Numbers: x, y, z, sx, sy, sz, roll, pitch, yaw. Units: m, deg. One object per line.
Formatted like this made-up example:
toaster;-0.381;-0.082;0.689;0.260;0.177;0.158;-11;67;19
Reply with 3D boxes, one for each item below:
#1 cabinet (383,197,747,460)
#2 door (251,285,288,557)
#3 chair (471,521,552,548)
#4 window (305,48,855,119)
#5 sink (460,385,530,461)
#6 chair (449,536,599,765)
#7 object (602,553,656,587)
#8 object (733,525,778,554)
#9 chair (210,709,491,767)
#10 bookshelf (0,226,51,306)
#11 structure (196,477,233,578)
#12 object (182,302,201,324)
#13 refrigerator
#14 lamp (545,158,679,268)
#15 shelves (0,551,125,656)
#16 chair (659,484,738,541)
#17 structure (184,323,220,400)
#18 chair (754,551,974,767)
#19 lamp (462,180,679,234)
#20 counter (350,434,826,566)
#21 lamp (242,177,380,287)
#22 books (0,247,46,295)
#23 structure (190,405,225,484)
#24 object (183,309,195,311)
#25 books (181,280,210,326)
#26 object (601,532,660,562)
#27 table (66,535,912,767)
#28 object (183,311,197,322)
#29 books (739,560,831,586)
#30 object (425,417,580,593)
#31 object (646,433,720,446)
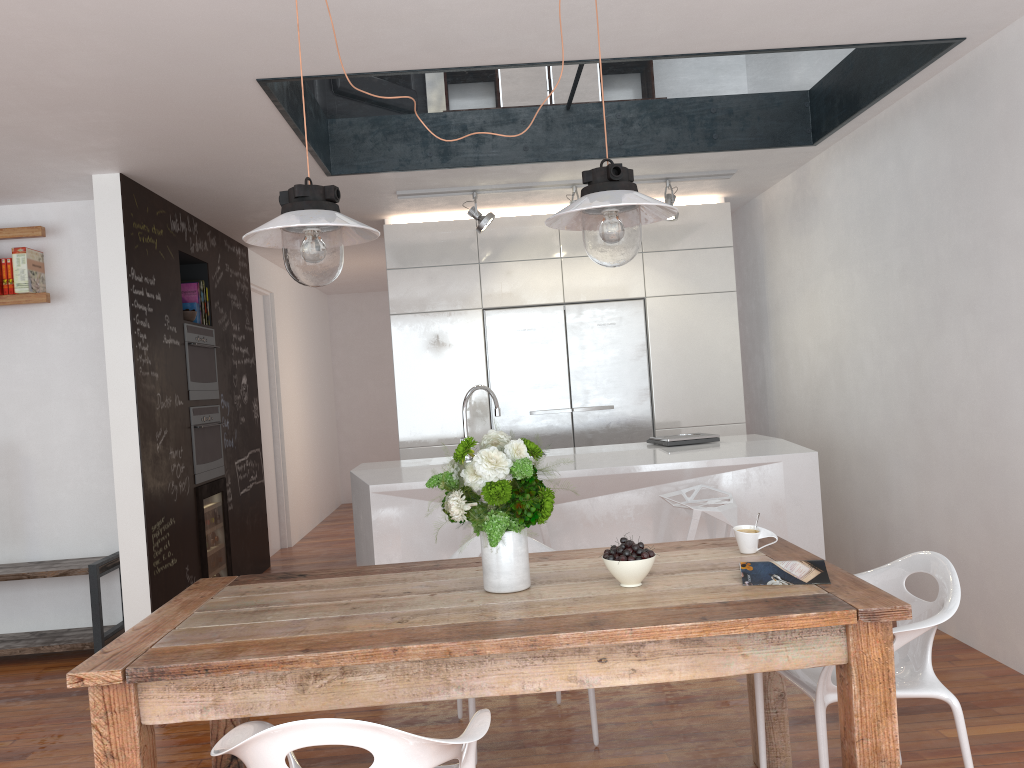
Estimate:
cabinet;0.384;0.012;6.573;2.404;2.506;0.946;-4;0;-2
door;-2.074;0.321;7.369;0.120;2.236;0.823;-4;0;-2
chair;0.005;0.917;3.963;0.492;0.765;0.428;-4;0;8
window;0.349;-1.527;4.138;2.700;0.035;1.546;-4;0;-2
sink;-0.082;0.283;4.890;0.492;0.570;0.459;-4;0;-2
chair;0.010;0.941;3.321;0.577;0.710;0.505;-4;0;-12
object;0.320;0.504;2.402;0.146;0.079;0.146;-4;0;6
object;0.742;0.474;2.707;0.127;0.078;0.082;-4;0;3
chair;-0.318;0.967;1.880;0.577;0.710;0.505;-4;0;3
bookshelf;-4.059;-0.531;4.888;2.983;0.465;0.161;-4;0;-2
structure;-1.844;0.997;5.596;0.081;0.763;0.582;-4;0;-2
object;-2.071;-0.444;5.657;0.136;0.136;0.110;-4;0;-9
refrigerator;0.424;0.353;6.118;1.119;1.811;0.142;-4;0;-2
lamp;0.276;-0.480;2.486;0.372;0.306;0.372;-4;0;-41
shelves;-3.903;1.323;4.799;3.473;0.506;0.414;-4;0;-2
chair;0.907;0.852;3.925;0.428;0.765;0.492;-4;0;43
structure;-1.933;-0.134;5.594;0.052;0.462;0.585;-4;0;-2
chair;1.031;0.870;2.594;0.505;0.710;0.577;-4;0;-7
lamp;0.362;-1.082;5.430;1.324;0.254;0.154;-4;0;-2
counter;0.327;0.823;4.656;2.289;0.903;0.956;-4;0;-2
lamp;-0.554;-0.421;2.456;0.372;0.306;0.372;-4;0;-8
books;-2.782;-1.478;5.176;5.671;1.974;0.733;-4;0;-13
structure;-1.897;0.367;5.595;0.052;0.462;0.585;-4;0;-2
object;-2.020;-0.448;5.518;0.077;0.042;0.116;-4;0;11
books;-2.122;-0.523;5.800;0.230;0.303;0.152;-4;0;-2
object;0.316;0.454;2.402;0.159;0.095;0.141;-4;0;-17
table;-0.030;0.937;2.468;1.910;0.735;0.969;-4;0;-2
object;-2.027;-0.413;5.516;0.132;0.069;0.132;-4;0;31
books;0.734;0.497;2.411;0.218;0.035;0.267;-4;0;12
object;-0.051;0.330;2.492;0.371;0.476;0.432;-4;0;40
object;0.937;0.302;4.884;0.298;0.036;0.325;-4;0;-12
